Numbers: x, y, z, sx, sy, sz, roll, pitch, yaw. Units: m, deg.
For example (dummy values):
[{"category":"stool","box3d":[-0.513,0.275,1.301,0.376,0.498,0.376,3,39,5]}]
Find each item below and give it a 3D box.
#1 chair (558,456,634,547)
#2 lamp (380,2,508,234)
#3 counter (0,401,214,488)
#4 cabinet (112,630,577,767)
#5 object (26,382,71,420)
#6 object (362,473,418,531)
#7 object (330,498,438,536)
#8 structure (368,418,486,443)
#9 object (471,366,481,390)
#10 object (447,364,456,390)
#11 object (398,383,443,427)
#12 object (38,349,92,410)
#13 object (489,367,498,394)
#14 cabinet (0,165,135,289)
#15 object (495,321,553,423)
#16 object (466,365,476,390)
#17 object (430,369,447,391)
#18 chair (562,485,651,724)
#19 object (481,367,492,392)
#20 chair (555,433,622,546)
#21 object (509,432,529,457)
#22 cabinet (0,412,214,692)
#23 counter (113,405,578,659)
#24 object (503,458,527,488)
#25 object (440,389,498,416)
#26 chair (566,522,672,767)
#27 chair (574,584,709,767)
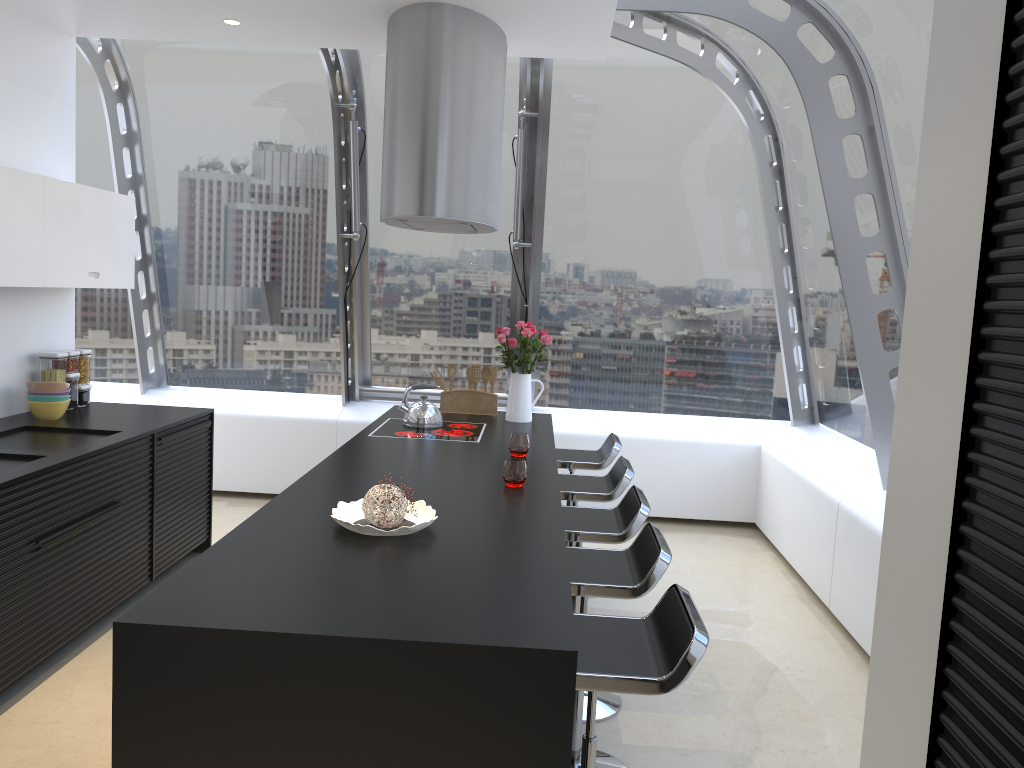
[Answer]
[{"category":"chair","box3d":[0.307,0.775,4.187,0.460,0.857,0.418,3,6,2]},{"category":"lamp","box3d":[-0.352,-1.307,4.618,0.606,0.966,1.112,3,6,1]},{"category":"counter","box3d":[-2.177,0.318,3.277,0.804,0.025,3.738,3,6,1]},{"category":"cabinet","box3d":[-0.329,0.787,3.839,1.007,0.838,3.800,3,6,1]},{"category":"object","box3d":[-2.330,0.079,4.462,0.185,0.205,0.205,2,6,-10]},{"category":"object","box3d":[-0.398,0.374,2.792,0.190,0.191,0.165,6,7,29]},{"category":"object","box3d":[-0.405,0.433,2.809,0.334,0.078,0.329,2,6,-11]},{"category":"structure","box3d":[-0.437,0.265,4.775,0.562,0.041,0.640,3,6,1]},{"category":"object","box3d":[-0.227,0.035,5.481,0.057,0.299,0.019,3,6,2]},{"category":"object","box3d":[-0.379,0.024,5.507,0.055,0.299,0.027,3,6,2]},{"category":"object","box3d":[-0.490,0.111,4.926,0.221,0.230,0.221,7,7,33]},{"category":"object","box3d":[-2.424,-0.022,4.817,0.113,0.315,0.365,3,6,1]},{"category":"object","box3d":[-0.125,0.040,5.497,0.057,0.294,0.030,3,6,2]},{"category":"cabinet","box3d":[-2.371,-0.623,3.190,0.343,0.515,3.741,3,6,1]},{"category":"object","box3d":[0.058,-0.075,5.252,0.350,0.596,0.327,4,6,8]},{"category":"object","box3d":[-0.260,0.031,5.501,0.061,0.299,0.040,3,6,0]},{"category":"object","box3d":[-0.417,0.039,5.508,0.199,0.259,0.016,4,6,13]},{"category":"chair","box3d":[0.275,0.841,3.522,0.460,0.857,0.418,3,6,2]},{"category":"object","box3d":[-0.163,0.039,5.481,0.068,0.298,0.039,3,6,2]},{"category":"chair","box3d":[0.341,0.703,4.914,0.460,0.857,0.418,3,6,2]},{"category":"object","box3d":[0.033,0.284,4.140,0.095,0.106,0.095,5,6,22]},{"category":"cabinet","box3d":[-2.167,-0.214,2.510,0.831,2.901,5.157,3,6,1]},{"category":"counter","box3d":[-0.306,0.362,3.796,1.006,0.018,3.800,3,6,1]},{"category":"object","box3d":[0.011,0.350,3.487,0.095,0.106,0.095,3,6,0]},{"category":"object","box3d":[-0.265,0.111,5.500,0.353,0.157,0.084,3,6,2]},{"category":"chair","box3d":[0.247,0.900,2.923,0.460,0.857,0.418,3,6,2]},{"category":"chair","box3d":[0.217,0.965,2.275,0.460,0.857,0.418,3,6,2]}]
